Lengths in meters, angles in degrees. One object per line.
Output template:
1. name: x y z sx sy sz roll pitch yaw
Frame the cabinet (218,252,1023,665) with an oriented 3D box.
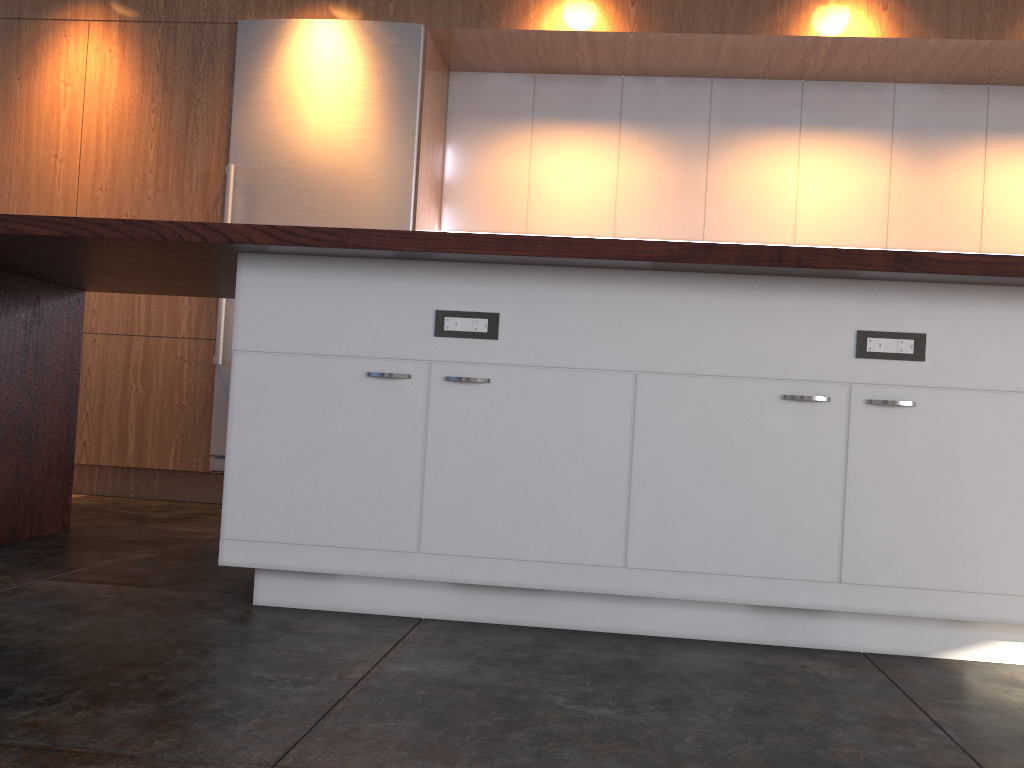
1. cabinet: 2.122 0.298 2.474 5.626 0.930 0.926 3 -1 5

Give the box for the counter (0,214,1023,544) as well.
1. counter: 1.519 0.236 2.536 6.630 0.971 1.147 3 -2 5

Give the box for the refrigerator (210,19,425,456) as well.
1. refrigerator: -0.971 -0.709 4.469 0.954 2.190 0.220 3 -1 2

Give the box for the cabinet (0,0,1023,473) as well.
1. cabinet: 1.140 -0.651 5.443 8.075 2.561 2.389 3 -1 5
